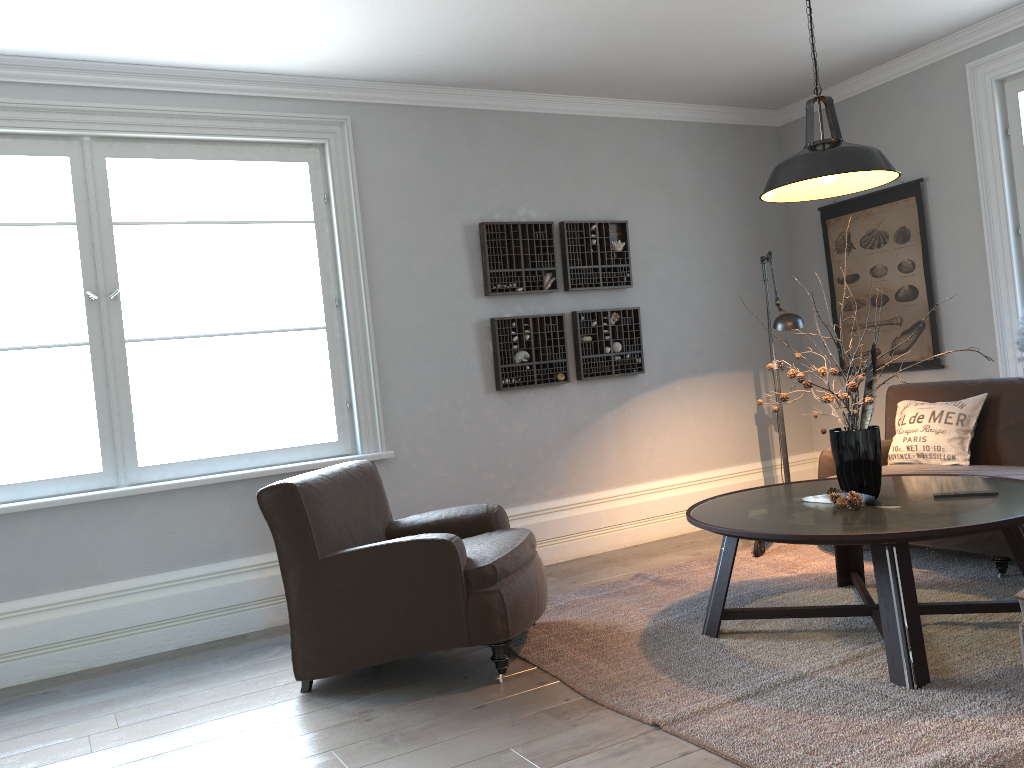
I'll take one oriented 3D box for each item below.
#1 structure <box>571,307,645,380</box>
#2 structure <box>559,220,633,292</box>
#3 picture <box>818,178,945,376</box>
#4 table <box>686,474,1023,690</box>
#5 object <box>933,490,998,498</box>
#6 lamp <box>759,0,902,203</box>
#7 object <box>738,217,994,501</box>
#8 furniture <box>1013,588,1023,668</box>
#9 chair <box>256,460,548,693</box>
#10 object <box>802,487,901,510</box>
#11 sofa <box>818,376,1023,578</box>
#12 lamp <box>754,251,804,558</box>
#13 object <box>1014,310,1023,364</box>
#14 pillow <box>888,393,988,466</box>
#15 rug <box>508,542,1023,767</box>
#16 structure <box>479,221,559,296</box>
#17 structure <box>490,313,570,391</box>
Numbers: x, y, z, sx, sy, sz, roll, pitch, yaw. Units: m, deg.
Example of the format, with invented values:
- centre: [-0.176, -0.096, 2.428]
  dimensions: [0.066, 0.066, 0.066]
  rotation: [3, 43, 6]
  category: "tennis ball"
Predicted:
- centre: [0.590, -0.250, 5.390]
  dimensions: [0.468, 0.416, 0.086]
  rotation: [-6, 0, -29]
  category: "structure"
- centre: [0.520, -0.782, 5.375]
  dimensions: [0.468, 0.416, 0.105]
  rotation: [-6, 0, -29]
  category: "structure"
- centre: [2.303, -0.724, 5.600]
  dimensions: [0.057, 1.313, 0.793]
  rotation: [-6, 0, -29]
  category: "picture"
- centre: [1.335, 0.682, 3.313]
  dimensions: [1.300, 0.503, 1.299]
  rotation: [-6, 0, -36]
  category: "table"
- centre: [1.629, 0.394, 3.188]
  dimensions: [0.207, 0.011, 0.051]
  rotation: [-6, 0, 21]
  category: "object"
- centre: [1.125, -1.268, 3.318]
  dimensions: [0.504, 1.076, 0.504]
  rotation: [-6, 0, 19]
  category: "lamp"
- centre: [1.244, -0.094, 3.193]
  dimensions: [0.853, 1.066, 0.525]
  rotation: [-6, 0, 32]
  category: "object"
- centre: [1.666, 0.664, 2.174]
  dimensions: [0.574, 0.440, 0.583]
  rotation: [-6, 0, -28]
  category: "furniture"
- centre: [-0.371, 0.708, 3.582]
  dimensions: [0.970, 0.795, 0.807]
  rotation: [-6, 0, 13]
  category: "chair"
- centre: [1.233, 0.415, 3.257]
  dimensions: [0.153, 0.067, 0.404]
  rotation: [-6, 0, -11]
  category: "object"
- centre: [2.394, 0.392, 3.895]
  dimensions: [0.969, 0.824, 2.164]
  rotation: [-6, 0, -29]
  category: "sofa"
- centre: [1.673, 0.064, 5.223]
  dimensions: [0.797, 1.644, 1.864]
  rotation: [-6, 0, 9]
  category: "lamp"
- centre: [2.779, -0.230, 4.711]
  dimensions: [0.247, 0.424, 0.263]
  rotation: [-6, 0, 7]
  category: "object"
- centre: [2.154, 0.248, 4.534]
  dimensions: [0.240, 0.368, 0.519]
  rotation: [-6, 0, -29]
  category: "pillow"
- centre: [1.402, 0.870, 3.304]
  dimensions: [2.400, 0.090, 2.818]
  rotation: [-6, 0, -28]
  category: "rug"
- centre: [0.040, -0.727, 5.139]
  dimensions: [0.468, 0.416, 0.099]
  rotation: [-6, 0, -29]
  category: "structure"
- centre: [0.111, -0.190, 5.128]
  dimensions: [0.468, 0.416, 0.086]
  rotation: [-6, 0, -29]
  category: "structure"
